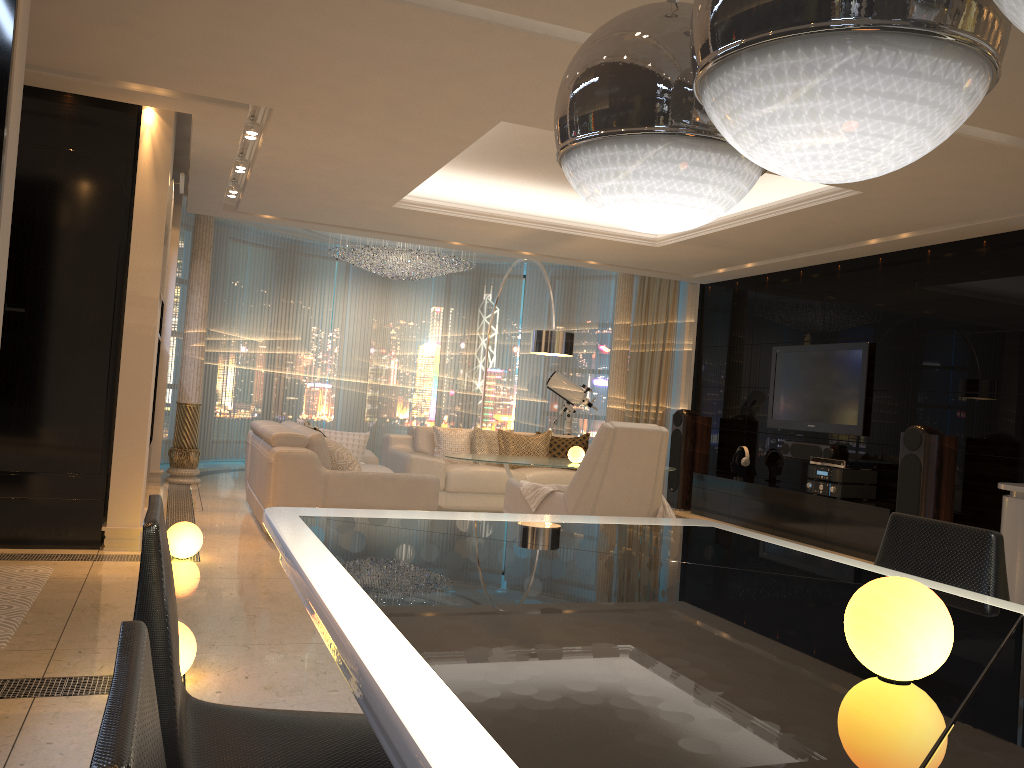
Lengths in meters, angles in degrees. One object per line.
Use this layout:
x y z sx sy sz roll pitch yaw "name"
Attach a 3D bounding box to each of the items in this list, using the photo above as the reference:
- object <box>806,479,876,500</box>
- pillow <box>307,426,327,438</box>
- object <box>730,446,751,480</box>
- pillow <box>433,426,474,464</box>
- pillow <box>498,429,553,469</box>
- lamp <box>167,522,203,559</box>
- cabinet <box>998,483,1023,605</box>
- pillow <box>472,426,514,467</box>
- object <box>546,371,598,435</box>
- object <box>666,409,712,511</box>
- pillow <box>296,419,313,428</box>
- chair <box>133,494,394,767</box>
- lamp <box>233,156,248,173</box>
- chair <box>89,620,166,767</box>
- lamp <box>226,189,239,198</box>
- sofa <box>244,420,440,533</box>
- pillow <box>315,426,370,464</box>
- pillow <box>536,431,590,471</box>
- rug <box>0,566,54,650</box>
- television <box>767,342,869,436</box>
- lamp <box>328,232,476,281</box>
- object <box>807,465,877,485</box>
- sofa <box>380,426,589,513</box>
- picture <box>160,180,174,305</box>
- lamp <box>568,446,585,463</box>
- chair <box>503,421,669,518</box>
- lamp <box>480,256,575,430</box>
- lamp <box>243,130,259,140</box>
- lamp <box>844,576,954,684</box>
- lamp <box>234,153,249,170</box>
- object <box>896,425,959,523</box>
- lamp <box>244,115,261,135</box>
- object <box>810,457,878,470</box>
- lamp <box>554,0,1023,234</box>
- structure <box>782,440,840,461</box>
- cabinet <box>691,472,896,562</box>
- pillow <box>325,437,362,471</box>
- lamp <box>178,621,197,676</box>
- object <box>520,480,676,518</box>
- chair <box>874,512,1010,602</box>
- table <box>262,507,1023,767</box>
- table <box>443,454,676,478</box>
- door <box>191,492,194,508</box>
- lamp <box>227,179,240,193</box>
2.882 0.933 7.826 0.419 0.130 0.446 5 -1 -21 "object"
-1.428 0.508 6.887 0.323 0.355 0.524 5 -1 -20 "pillow"
2.391 0.818 9.223 0.197 0.343 0.197 4 -1 34 "object"
-0.560 0.614 8.732 0.463 0.380 0.222 5 -1 -16 "pillow"
0.124 0.664 8.944 0.575 0.436 0.301 5 -1 -15 "pillow"
-1.924 0.915 5.198 0.212 0.214 0.213 4 -1 19 "lamp"
3.011 0.897 2.047 1.046 0.887 3.752 5 -1 -21 "cabinet"
-0.199 0.643 8.900 0.288 0.429 0.587 3 -2 44 "pillow"
0.687 0.591 10.616 0.616 1.471 0.570 5 -1 -15 "object"
2.022 0.853 9.971 0.468 1.127 0.285 5 -1 -21 "object"
-1.630 0.486 7.300 0.255 0.399 0.526 5 -1 -21 "pillow"
-0.392 0.638 1.477 0.496 0.858 0.523 5 -1 -21 "chair"
-2.092 -1.692 6.834 0.107 0.127 0.107 5 -1 -40 "lamp"
-0.091 0.646 0.682 0.496 0.858 0.523 5 -1 -21 "chair"
-2.435 -1.689 7.721 0.107 0.127 0.107 5 -1 -40 "lamp"
-1.423 0.717 6.957 1.145 0.754 2.328 5 -1 -21 "sofa"
-1.497 0.531 7.661 0.521 0.325 0.281 5 -1 -11 "pillow"
0.508 0.696 9.064 0.575 0.436 0.301 4 -1 10 "pillow"
-4.492 0.778 3.108 5.025 0.015 1.526 5 -1 -21 "rug"
2.920 0.040 8.517 0.055 0.839 1.358 5 -1 -21 "television"
-1.368 -1.638 11.106 2.109 0.685 2.109 4 -1 24 "lamp"
2.897 0.803 7.831 0.407 0.130 0.446 5 -1 -21 "object"
-0.059 0.859 8.865 2.328 0.754 1.145 5 -1 -21 "sofa"
-2.230 -0.900 5.733 0.027 0.729 0.610 5 -1 -21 "picture"
0.546 0.601 7.534 0.143 0.143 0.143 5 -1 -36 "lamp"
0.579 0.731 5.903 1.027 0.991 0.983 5 -1 -21 "chair"
0.051 -0.021 8.778 0.393 2.519 2.009 5 -1 -21 "lamp"
-1.724 -1.683 5.864 0.107 0.127 0.107 5 -1 -10 "lamp"
0.479 0.303 1.102 0.125 0.125 0.125 4 -1 30 "lamp"
-2.049 -1.691 6.719 0.107 0.127 0.107 5 -1 -10 "lamp"
3.219 0.884 6.817 0.468 1.127 0.285 5 -1 -21 "object"
-1.684 -1.682 5.756 0.107 0.127 0.107 5 -1 -10 "lamp"
2.926 0.705 7.838 0.371 0.070 0.441 5 -1 -21 "object"
0.565 -0.887 0.996 0.408 1.226 1.827 5 -1 -21 "lamp"
2.847 0.645 8.482 0.107 0.179 0.745 5 -1 -21 "structure"
2.656 1.214 8.398 0.416 0.444 2.842 5 -1 -21 "cabinet"
-1.259 0.548 6.462 0.351 0.329 0.521 5 -1 -21 "pillow"
-1.211 0.929 3.087 0.212 0.214 0.213 4 -1 19 "lamp"
0.738 0.944 6.022 1.347 0.580 0.972 4 -1 16 "object"
0.799 0.741 2.061 0.496 0.858 0.523 5 -1 -21 "chair"
0.485 0.745 1.008 1.293 0.759 3.031 5 -1 -21 "table"
0.425 0.948 7.587 2.140 0.565 0.999 5 -1 -22 "table"
1.662 -5.738 3.698 83.408 24.296 83.408 4 -1 1 "door"
-2.383 -1.700 7.601 0.107 0.127 0.107 5 -1 -40 "lamp"
